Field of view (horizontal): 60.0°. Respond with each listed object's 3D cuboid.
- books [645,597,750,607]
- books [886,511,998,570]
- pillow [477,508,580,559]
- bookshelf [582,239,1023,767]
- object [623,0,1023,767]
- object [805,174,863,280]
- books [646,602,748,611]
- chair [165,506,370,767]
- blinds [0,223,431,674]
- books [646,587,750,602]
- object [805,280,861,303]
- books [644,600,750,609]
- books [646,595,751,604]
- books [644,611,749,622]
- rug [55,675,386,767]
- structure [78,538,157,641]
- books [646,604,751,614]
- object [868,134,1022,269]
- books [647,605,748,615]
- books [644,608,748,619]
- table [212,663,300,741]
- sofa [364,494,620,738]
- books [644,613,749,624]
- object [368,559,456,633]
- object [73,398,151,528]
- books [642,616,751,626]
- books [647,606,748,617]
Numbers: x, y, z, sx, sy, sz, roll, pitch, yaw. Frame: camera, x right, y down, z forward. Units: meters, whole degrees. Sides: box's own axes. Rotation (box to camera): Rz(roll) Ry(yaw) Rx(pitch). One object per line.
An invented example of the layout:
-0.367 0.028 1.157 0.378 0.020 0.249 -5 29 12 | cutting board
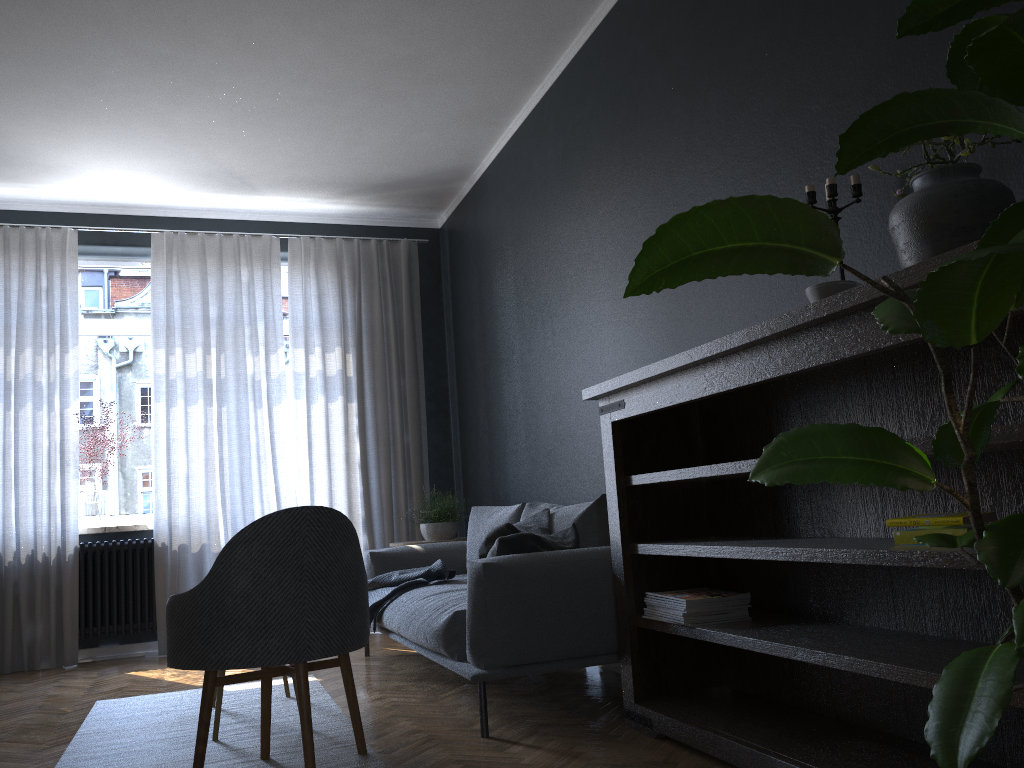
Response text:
0.589 0.692 2.851 0.218 0.008 0.305 -2 -9 -16 | books
0.963 0.351 1.995 0.174 0.113 0.197 1 -9 -30 | books
0.046 0.695 3.619 0.442 0.361 0.799 -4 -8 -2 | pillow
0.818 0.446 2.312 0.451 1.169 1.923 -1 -8 -19 | bookshelf
0.801 -0.100 1.033 1.118 1.895 0.765 0 -8 -26 | object
0.892 -0.358 2.418 0.145 0.436 0.130 -6 -8 16 | object
0.589 0.706 2.852 0.218 0.008 0.289 -2 -9 -15 | books
-0.707 0.799 2.783 0.645 0.809 0.495 3 -10 -41 | chair
-2.431 0.350 5.798 3.992 2.783 0.313 -1 -8 -19 | blinds
0.591 0.675 2.852 0.218 0.013 0.305 -2 -9 -15 | books
0.814 -0.215 2.202 0.118 0.103 0.255 -10 -10 35 | object
0.587 0.699 2.849 0.218 0.008 0.305 -2 -9 -16 | books
0.593 0.684 2.853 0.218 0.008 0.305 -2 -9 -15 | books
0.587 0.736 2.851 0.218 0.008 0.305 -2 -9 -15 | books
-1.155 1.330 3.399 1.003 0.013 2.015 -1 -9 -19 | rug
-3.040 1.314 5.504 1.846 0.599 0.216 -1 -8 -19 | structure
0.593 0.710 2.849 0.218 0.006 0.305 -2 -9 -15 | books
0.932 -0.420 1.914 0.386 0.411 0.276 3 -10 -41 | object
0.591 0.717 2.856 0.218 0.008 0.289 -2 -8 -14 | books
0.585 0.728 2.853 0.218 0.013 0.305 -2 -9 -15 | books
-1.055 1.078 3.617 0.339 0.549 0.789 -1 -8 -19 | table
-0.094 0.969 4.196 0.970 0.796 2.345 -1 -9 -20 | sofa
0.587 0.744 2.852 0.218 0.007 0.305 -2 -9 -15 | books
-0.570 1.088 4.630 0.490 0.328 0.668 -2 -8 -15 | object
-2.684 0.523 5.779 0.514 0.808 0.600 4 -11 -45 | object
0.588 0.750 2.850 0.218 0.008 0.305 -1 -9 -20 | books
0.591 0.723 2.855 0.218 0.008 0.289 -2 -8 -14 | books
